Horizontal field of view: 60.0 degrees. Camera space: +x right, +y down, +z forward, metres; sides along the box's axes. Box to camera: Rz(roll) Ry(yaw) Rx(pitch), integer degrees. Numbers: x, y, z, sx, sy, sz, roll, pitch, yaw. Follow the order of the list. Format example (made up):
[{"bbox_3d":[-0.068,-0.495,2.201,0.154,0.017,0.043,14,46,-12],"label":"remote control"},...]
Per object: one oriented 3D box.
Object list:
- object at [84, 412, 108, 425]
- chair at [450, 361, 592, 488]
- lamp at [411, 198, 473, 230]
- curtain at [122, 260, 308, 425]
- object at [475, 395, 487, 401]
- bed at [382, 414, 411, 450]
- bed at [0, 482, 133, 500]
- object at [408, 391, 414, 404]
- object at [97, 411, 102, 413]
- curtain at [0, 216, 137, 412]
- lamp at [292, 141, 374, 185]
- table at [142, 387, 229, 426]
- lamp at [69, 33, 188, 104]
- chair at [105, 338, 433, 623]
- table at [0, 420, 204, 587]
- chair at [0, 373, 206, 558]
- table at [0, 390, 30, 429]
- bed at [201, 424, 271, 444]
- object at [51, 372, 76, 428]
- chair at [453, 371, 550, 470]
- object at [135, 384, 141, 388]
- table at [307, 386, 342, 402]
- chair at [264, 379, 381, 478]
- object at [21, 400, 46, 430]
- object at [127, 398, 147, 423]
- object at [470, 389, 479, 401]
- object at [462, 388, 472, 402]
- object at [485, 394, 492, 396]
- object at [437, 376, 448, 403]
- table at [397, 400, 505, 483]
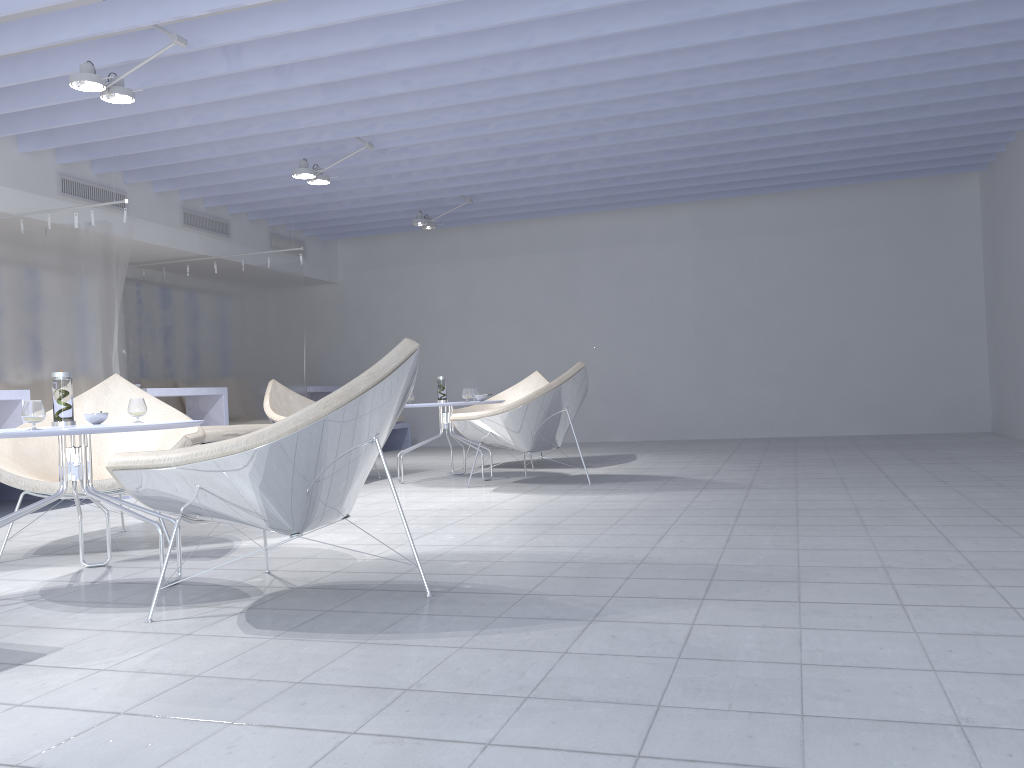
[{"bbox_3d":[-1.544,0.129,3.295,0.082,0.043,0.082,-2,-1,-14],"label":"object"},{"bbox_3d":[0.165,0.252,5.653,0.753,0.759,0.906,-3,-1,35],"label":"chair"},{"bbox_3d":[-0.660,-1.651,8.558,0.587,0.218,0.380,-3,-1,18],"label":"lamp"},{"bbox_3d":[-2.801,-0.297,8.295,1.998,1.559,0.125,-3,-1,16],"label":"curtain"},{"bbox_3d":[-0.212,0.098,6.086,0.082,0.043,0.082,-3,-1,19],"label":"object"},{"bbox_3d":[-2.438,0.570,9.337,2.016,0.427,2.200,-3,-1,18],"label":"bed"},{"bbox_3d":[-3.795,0.591,5.129,2.022,0.422,2.200,-3,-1,18],"label":"bed"},{"bbox_3d":[-0.732,0.099,6.337,0.068,0.091,0.068,-3,-1,7],"label":"object"},{"bbox_3d":[-1.549,0.109,3.327,0.012,0.016,0.098,-2,-1,-16],"label":"object"},{"bbox_3d":[-3.437,-0.310,6.168,2.050,1.552,0.151,-3,-1,18],"label":"curtain"},{"bbox_3d":[-1.301,-1.642,6.546,0.587,0.218,0.380,-3,-1,18],"label":"lamp"},{"bbox_3d":[-2.974,0.266,7.733,0.416,0.450,1.065,-3,-1,18],"label":"table"},{"bbox_3d":[-1.935,-1.634,4.555,0.587,0.218,0.380,-3,-1,18],"label":"lamp"},{"bbox_3d":[-0.613,0.257,2.679,0.753,0.759,0.906,-3,-1,13],"label":"chair"},{"bbox_3d":[-1.465,0.411,2.998,0.825,0.534,0.823,-3,-1,9],"label":"table"},{"bbox_3d":[-1.805,0.322,3.910,0.906,0.759,0.753,-2,-1,-12],"label":"chair"},{"bbox_3d":[-3.646,0.275,5.623,0.416,0.450,1.065,-3,-1,18],"label":"table"},{"bbox_3d":[-3.109,0.579,7.230,2.016,0.427,2.200,-3,-1,18],"label":"bed"},{"bbox_3d":[-1.513,0.052,2.987,0.075,0.189,0.075,-3,-1,9],"label":"object"},{"bbox_3d":[0.048,0.272,7.103,0.906,0.759,0.753,-3,-1,32],"label":"chair"},{"bbox_3d":[-3.142,0.024,7.400,0.082,0.043,0.082,-2,-1,-21],"label":"object"},{"bbox_3d":[-2.302,0.258,9.841,0.416,0.450,1.065,-3,-1,18],"label":"table"},{"bbox_3d":[-1.415,0.329,6.330,0.753,0.759,0.906,-3,-1,21],"label":"chair"},{"bbox_3d":[-1.469,0.096,2.724,0.068,0.091,0.068,-3,-1,40],"label":"object"},{"bbox_3d":[-1.390,0.098,3.290,0.068,0.091,0.068,-2,-1,-44],"label":"object"},{"bbox_3d":[-0.275,0.080,6.435,0.068,0.091,0.068,-3,-1,7],"label":"object"},{"bbox_3d":[-0.303,0.076,5.960,0.068,0.091,0.068,-3,-1,7],"label":"object"},{"bbox_3d":[-0.185,0.076,6.073,0.098,0.016,0.012,-3,-1,17],"label":"object"},{"bbox_3d":[-0.492,0.041,6.227,0.075,0.185,0.075,-2,-1,-19],"label":"object"},{"bbox_3d":[-0.446,0.398,6.191,0.825,0.534,0.823,-2,-1,-5],"label":"table"}]
